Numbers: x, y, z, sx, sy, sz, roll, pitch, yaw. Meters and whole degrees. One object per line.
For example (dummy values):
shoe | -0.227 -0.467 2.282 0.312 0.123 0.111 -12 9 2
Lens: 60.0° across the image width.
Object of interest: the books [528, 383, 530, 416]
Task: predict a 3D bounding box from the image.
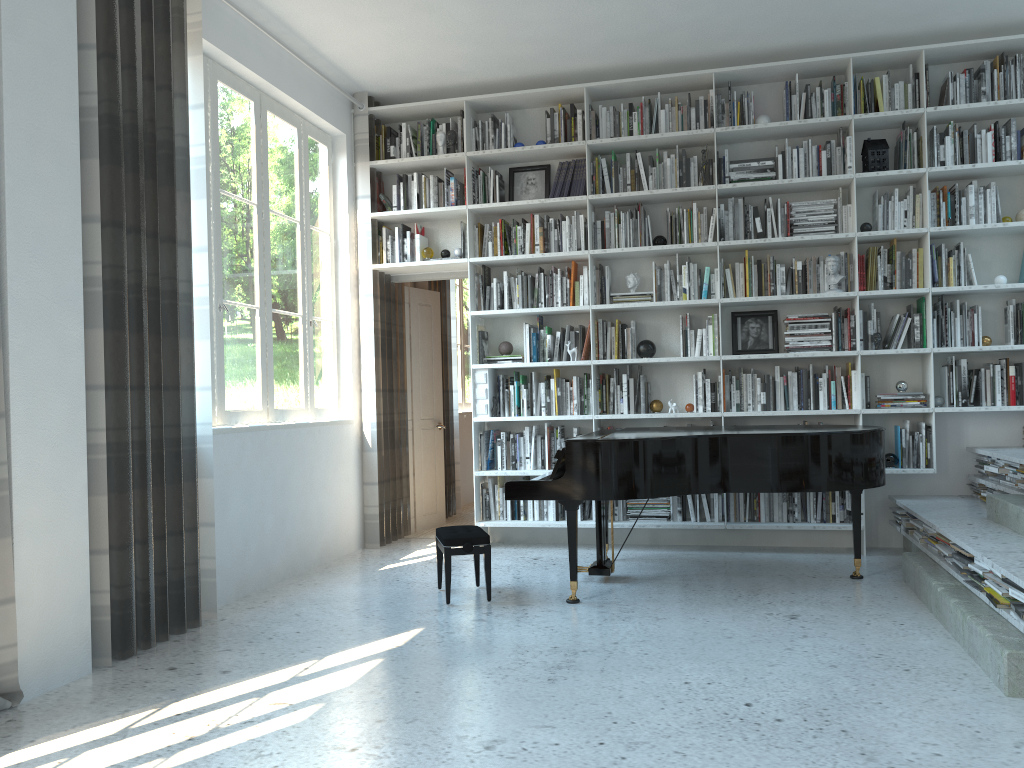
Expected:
books | 0.137 0.109 6.247 0.016 0.230 0.136 -2 -1 14

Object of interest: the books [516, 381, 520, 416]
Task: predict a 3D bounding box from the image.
books | 0.055 0.104 6.231 0.009 0.244 0.184 -2 -1 14

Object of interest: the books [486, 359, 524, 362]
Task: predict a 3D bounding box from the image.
books | -0.040 -0.167 6.276 0.254 0.012 0.161 -2 -1 11

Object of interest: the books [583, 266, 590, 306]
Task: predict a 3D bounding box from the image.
books | 0.522 -0.664 6.143 0.027 0.286 0.148 -2 0 14

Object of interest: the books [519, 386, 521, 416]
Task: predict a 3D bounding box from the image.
books | 0.075 0.121 6.258 0.016 0.211 0.146 -2 -1 14

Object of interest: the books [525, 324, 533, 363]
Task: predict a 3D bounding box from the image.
books | 0.125 -0.278 6.230 0.024 0.273 0.150 -2 0 14

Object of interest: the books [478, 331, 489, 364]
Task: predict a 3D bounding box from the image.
books | -0.202 -0.253 6.313 0.028 0.243 0.156 -2 -1 14

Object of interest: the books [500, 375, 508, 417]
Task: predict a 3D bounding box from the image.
books | -0.055 0.083 6.278 0.014 0.294 0.171 -2 -1 14

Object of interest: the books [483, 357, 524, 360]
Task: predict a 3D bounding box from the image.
books | -0.041 -0.179 6.274 0.285 0.012 0.159 -2 -1 18

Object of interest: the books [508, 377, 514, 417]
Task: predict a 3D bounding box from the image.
books | 0.001 0.089 6.258 0.008 0.279 0.164 -2 -1 14

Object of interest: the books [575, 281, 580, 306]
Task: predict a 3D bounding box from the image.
books | 0.464 -0.611 6.152 0.030 0.183 0.152 -2 -1 14

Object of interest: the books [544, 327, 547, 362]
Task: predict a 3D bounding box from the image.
books | 0.249 -0.269 6.210 0.022 0.249 0.129 -2 0 14

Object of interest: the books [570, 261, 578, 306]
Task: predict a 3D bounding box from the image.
books | 0.430 -0.681 6.157 0.035 0.325 0.170 -2 0 14

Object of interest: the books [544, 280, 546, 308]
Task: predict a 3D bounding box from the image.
books | 0.248 -0.615 6.210 0.021 0.205 0.130 -2 -1 14

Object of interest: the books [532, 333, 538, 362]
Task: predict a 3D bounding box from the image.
books | 0.176 -0.247 6.194 0.029 0.208 0.189 -2 -1 14

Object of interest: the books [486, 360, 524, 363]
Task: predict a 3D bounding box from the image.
books | -0.039 -0.154 6.280 0.254 0.012 0.161 -2 -1 15

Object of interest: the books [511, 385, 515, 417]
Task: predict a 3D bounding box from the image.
books | 0.026 0.119 6.245 0.015 0.217 0.180 -2 -1 14

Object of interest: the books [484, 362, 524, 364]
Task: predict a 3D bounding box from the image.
books | -0.039 -0.142 6.276 0.285 0.012 0.159 -2 -1 17

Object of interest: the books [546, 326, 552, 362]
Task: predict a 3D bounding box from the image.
books | 0.260 -0.271 6.189 0.011 0.250 0.172 -2 -1 14

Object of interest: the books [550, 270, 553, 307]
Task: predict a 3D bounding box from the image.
books | 0.287 -0.650 6.193 0.012 0.272 0.145 -2 0 14

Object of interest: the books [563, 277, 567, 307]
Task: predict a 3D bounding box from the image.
books | 0.379 -0.627 6.180 0.021 0.220 0.148 -2 -1 14

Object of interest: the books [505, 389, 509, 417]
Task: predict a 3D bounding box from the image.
books | -0.015 0.134 6.240 0.019 0.189 0.193 -2 -1 14

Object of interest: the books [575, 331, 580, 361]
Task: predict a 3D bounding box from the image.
books | 0.465 -0.257 6.147 0.027 0.209 0.143 -2 -1 14

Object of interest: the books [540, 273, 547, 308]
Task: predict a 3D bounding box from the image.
books | 0.227 -0.640 6.214 0.021 0.256 0.156 -2 -1 14

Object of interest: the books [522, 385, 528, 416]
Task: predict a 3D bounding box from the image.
books | 0.099 0.116 6.226 0.015 0.219 0.190 -2 -1 14

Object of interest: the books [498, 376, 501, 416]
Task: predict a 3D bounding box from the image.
books | -0.068 0.086 6.289 0.016 0.289 0.152 -2 0 14

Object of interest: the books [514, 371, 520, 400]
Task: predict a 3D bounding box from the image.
books | 0.037 0.070 6.252 0.006 0.315 0.145 -2 0 14

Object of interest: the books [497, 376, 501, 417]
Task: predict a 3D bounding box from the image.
books | -0.079 0.089 6.293 0.008 0.285 0.159 -2 -1 14

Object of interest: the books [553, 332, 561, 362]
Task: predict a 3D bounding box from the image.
books | 0.327 -0.254 6.194 0.056 0.214 0.142 -2 -1 14

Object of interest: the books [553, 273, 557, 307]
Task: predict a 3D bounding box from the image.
books | 0.311 -0.640 6.198 0.011 0.251 0.139 -2 0 14

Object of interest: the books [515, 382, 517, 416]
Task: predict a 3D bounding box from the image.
books | 0.047 0.105 6.247 0.014 0.243 0.171 -2 -1 14

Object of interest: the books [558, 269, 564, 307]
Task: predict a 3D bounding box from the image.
books | 0.346 -0.653 6.169 0.015 0.275 0.157 -2 -1 14

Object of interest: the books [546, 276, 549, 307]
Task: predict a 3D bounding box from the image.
books | 0.261 -0.628 6.192 0.013 0.229 0.177 -2 -1 14

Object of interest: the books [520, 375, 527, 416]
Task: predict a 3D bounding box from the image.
books | 0.086 0.082 6.222 0.007 0.286 0.182 -2 -1 14

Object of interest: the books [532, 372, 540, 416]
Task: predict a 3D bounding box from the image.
books | 0.172 0.070 6.216 0.012 0.306 0.189 -2 -1 14

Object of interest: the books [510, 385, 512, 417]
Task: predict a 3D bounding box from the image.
books | 0.014 0.119 6.261 0.015 0.218 0.176 -2 -1 14

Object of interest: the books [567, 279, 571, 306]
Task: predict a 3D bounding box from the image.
books | 0.408 -0.619 6.162 0.013 0.203 0.161 -2 -1 14

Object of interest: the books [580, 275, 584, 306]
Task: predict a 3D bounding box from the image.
books | 0.493 -0.632 6.145 0.031 0.223 0.144 -2 -1 14

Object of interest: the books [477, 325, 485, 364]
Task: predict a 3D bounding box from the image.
books | -0.220 -0.273 6.328 0.012 0.285 0.159 -2 -1 14

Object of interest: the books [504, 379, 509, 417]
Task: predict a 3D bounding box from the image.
books | -0.025 0.097 6.259 0.007 0.264 0.176 -2 -1 14

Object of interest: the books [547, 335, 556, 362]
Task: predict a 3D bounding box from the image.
books | 0.278 -0.242 6.171 0.029 0.190 0.189 -2 -1 14

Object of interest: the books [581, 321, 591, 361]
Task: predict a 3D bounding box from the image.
books | 0.529 -0.293 6.094 0.082 0.276 0.228 -2 -1 14

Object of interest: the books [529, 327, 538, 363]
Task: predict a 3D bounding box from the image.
books | 0.154 -0.270 6.230 0.031 0.255 0.143 -2 -1 14

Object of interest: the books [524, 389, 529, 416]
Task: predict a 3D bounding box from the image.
books | 0.114 0.130 6.218 0.016 0.189 0.183 -2 -1 14

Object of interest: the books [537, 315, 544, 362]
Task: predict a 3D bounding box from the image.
books | 0.202 -0.312 6.223 0.011 0.336 0.153 -2 0 14

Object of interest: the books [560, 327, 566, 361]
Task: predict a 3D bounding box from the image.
books | 0.360 -0.269 6.185 0.013 0.242 0.141 -2 -1 14

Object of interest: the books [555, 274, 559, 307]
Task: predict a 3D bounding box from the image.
books | 0.332 -0.636 6.202 0.028 0.242 0.131 -2 0 14

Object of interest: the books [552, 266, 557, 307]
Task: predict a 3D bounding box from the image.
books | 0.301 -0.666 6.205 0.011 0.304 0.130 -2 0 14

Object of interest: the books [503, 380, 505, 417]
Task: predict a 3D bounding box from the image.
books | -0.035 0.101 6.282 0.022 0.257 0.141 -2 0 14

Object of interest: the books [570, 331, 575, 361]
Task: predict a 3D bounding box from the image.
books | 0.435 -0.255 6.144 0.030 0.207 0.172 -2 -1 14

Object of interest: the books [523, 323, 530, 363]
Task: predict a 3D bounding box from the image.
books | 0.107 -0.283 6.235 0.012 0.285 0.159 -2 -1 14

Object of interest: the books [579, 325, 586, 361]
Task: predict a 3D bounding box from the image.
books | 0.488 -0.278 6.144 0.021 0.251 0.154 -2 -1 14

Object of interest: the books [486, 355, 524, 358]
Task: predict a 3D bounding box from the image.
books | -0.040 -0.191 6.280 0.254 0.012 0.161 -2 -1 15

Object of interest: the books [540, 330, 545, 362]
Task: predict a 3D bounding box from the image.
books | 0.225 -0.260 6.223 0.030 0.231 0.148 -2 -1 14

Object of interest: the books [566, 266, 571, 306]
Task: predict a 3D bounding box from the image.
books | 0.397 -0.663 6.180 0.015 0.293 0.144 -2 0 14

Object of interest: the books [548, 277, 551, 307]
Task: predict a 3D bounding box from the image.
books | 0.276 -0.627 6.200 0.013 0.227 0.151 -2 -1 14

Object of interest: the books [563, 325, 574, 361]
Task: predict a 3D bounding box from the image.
books | 0.392 -0.277 6.162 0.060 0.255 0.158 -2 -1 14

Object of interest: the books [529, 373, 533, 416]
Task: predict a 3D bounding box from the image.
books | 0.154 0.073 6.208 0.019 0.300 0.180 -2 -1 14

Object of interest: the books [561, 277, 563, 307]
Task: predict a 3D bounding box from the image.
books | 0.362 -0.625 6.179 0.012 0.217 0.160 -2 -1 14
